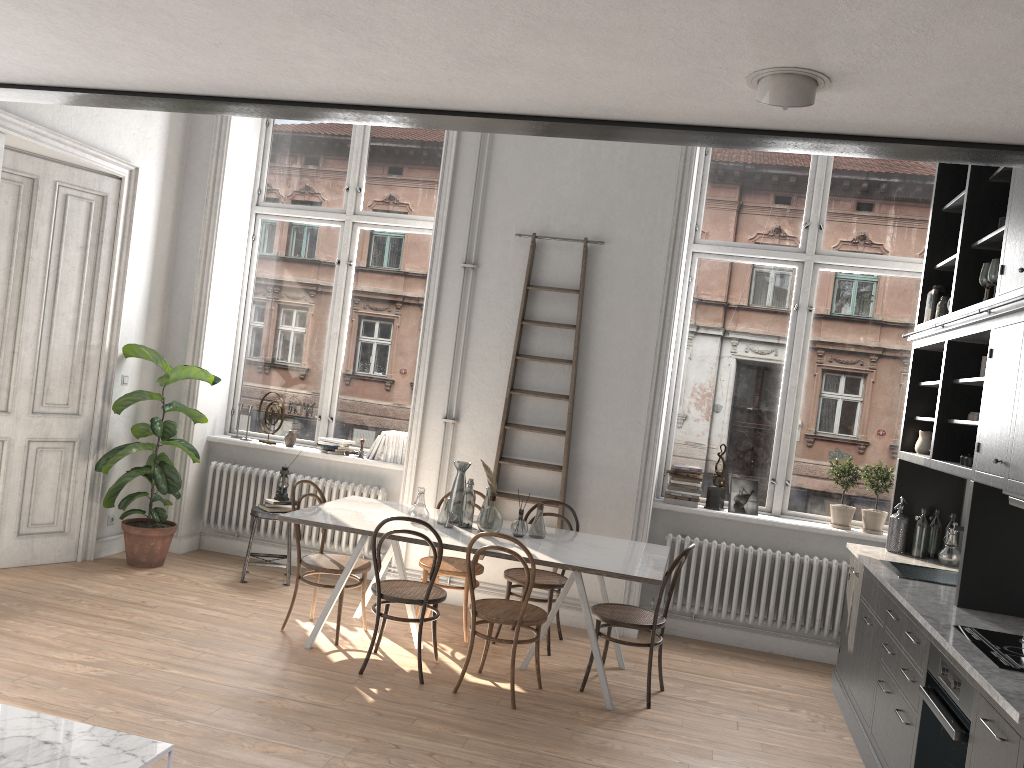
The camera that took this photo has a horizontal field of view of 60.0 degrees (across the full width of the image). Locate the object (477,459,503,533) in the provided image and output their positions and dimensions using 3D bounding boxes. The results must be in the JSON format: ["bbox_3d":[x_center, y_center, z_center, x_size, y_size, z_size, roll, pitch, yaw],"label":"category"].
[{"bbox_3d":[-0.114,0.683,5.349,0.156,0.446,0.157,8,1,30],"label":"object"}]

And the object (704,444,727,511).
[{"bbox_3d":[1.524,0.683,6.549,0.122,0.488,0.102,8,1,37],"label":"object"}]

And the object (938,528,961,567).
[{"bbox_3d":[2.605,0.966,5.260,0.132,0.219,0.120,7,1,13],"label":"object"}]

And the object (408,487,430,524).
[{"bbox_3d":[-0.562,0.740,5.405,0.132,0.219,0.132,7,1,2],"label":"object"}]

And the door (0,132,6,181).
[{"bbox_3d":[-3.396,-0.135,4.884,0.216,2.814,1.097,7,1,14],"label":"door"}]

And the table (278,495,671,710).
[{"bbox_3d":[-0.211,1.288,5.410,2.199,0.780,1.100,7,1,12],"label":"table"}]

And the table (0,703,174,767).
[{"bbox_3d":[-1.642,1.325,2.610,0.849,0.392,0.849,7,1,12],"label":"table"}]

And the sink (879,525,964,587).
[{"bbox_3d":[2.319,1.012,4.819,0.514,0.505,0.526,7,1,12],"label":"sink"}]

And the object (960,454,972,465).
[{"bbox_3d":[2.319,0.386,4.494,0.088,0.059,0.104,7,1,1],"label":"object"}]

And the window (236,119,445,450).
[{"bbox_3d":[-1.392,-0.916,7.378,1.622,2.843,0.013,7,1,12],"label":"window"}]

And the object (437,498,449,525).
[{"bbox_3d":[-0.415,0.789,5.503,0.083,0.158,0.083,7,1,8],"label":"object"}]

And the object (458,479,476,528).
[{"bbox_3d":[-0.270,0.735,5.473,0.086,0.301,0.086,7,1,-2],"label":"object"}]

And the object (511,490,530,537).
[{"bbox_3d":[0.056,0.786,5.391,0.107,0.283,0.107,7,1,7],"label":"object"}]

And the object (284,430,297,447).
[{"bbox_3d":[-1.813,0.441,7.257,0.100,0.142,0.102,7,1,-13],"label":"object"}]

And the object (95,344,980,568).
[{"bbox_3d":[-0.232,0.746,5.858,5.825,1.842,0.792,7,1,17],"label":"object"}]

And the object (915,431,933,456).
[{"bbox_3d":[2.552,0.364,5.455,0.127,0.144,0.115,7,1,-9],"label":"object"}]

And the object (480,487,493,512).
[{"bbox_3d":[-0.148,0.773,5.520,0.098,0.255,0.100,7,1,-11],"label":"object"}]

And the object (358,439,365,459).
[{"bbox_3d":[-1.200,0.515,7.086,0.048,0.153,0.088,7,1,-18],"label":"object"}]

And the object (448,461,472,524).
[{"bbox_3d":[-0.336,0.684,5.603,0.116,0.383,0.116,8,1,24],"label":"object"}]

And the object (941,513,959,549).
[{"bbox_3d":[2.657,0.932,5.378,0.086,0.301,0.086,7,1,-32],"label":"object"}]

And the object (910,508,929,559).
[{"bbox_3d":[2.508,0.913,5.439,0.086,0.301,0.086,7,1,-2],"label":"object"}]

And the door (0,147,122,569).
[{"bbox_3d":[-3.309,-0.135,6.055,0.216,2.814,1.097,8,1,37],"label":"door"}]

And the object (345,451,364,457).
[{"bbox_3d":[-1.277,0.556,7.160,0.153,0.048,0.088,7,1,-38],"label":"object"}]

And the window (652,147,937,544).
[{"bbox_3d":[9.431,-3.944,8.109,14.381,15.937,26.401,7,1,12],"label":"window"}]

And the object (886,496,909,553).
[{"bbox_3d":[2.411,0.873,5.527,0.109,0.349,0.109,7,1,-7],"label":"object"}]

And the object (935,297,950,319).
[{"bbox_3d":[2.609,-0.440,5.322,0.114,0.155,0.114,7,1,16],"label":"object"}]

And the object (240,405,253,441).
[{"bbox_3d":[-2.179,0.321,7.321,0.095,0.289,0.095,8,1,35],"label":"object"}]

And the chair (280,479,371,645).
[{"bbox_3d":[-1.153,1.098,5.594,0.549,0.921,0.438,7,1,21],"label":"chair"}]

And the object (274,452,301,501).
[{"bbox_3d":[-1.698,0.688,6.715,0.163,0.383,0.154,7,1,-14],"label":"object"}]

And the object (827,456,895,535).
[{"bbox_3d":[2.481,0.787,6.342,0.500,0.524,0.234,7,1,2],"label":"object"}]

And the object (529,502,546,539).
[{"bbox_3d":[0.165,0.835,5.444,0.101,0.212,0.101,6,1,-38],"label":"object"}]

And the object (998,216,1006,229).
[{"bbox_3d":[2.620,-0.834,4.688,0.084,0.199,0.065,8,1,34],"label":"object"}]

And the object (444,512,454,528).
[{"bbox_3d":[-0.380,0.826,5.398,0.058,0.094,0.058,8,1,41],"label":"object"}]

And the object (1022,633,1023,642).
[{"bbox_3d":[2.097,0.930,3.455,0.171,0.186,0.171,7,1,23],"label":"object"}]

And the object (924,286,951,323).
[{"bbox_3d":[2.625,-0.481,5.465,0.118,0.238,0.118,7,1,-2],"label":"object"}]

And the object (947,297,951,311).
[{"bbox_3d":[2.505,-0.552,4.919,0.134,0.357,0.134,7,1,-33],"label":"object"}]

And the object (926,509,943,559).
[{"bbox_3d":[2.618,0.926,5.495,0.086,0.301,0.086,8,1,27],"label":"object"}]

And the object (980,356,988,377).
[{"bbox_3d":[2.524,-0.075,4.699,0.082,0.135,0.059,7,1,-20],"label":"object"}]

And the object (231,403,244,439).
[{"bbox_3d":[-2.280,0.308,7.402,0.095,0.289,0.095,8,1,44],"label":"object"}]

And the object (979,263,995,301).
[{"bbox_3d":[2.389,-0.494,4.454,0.083,0.221,0.083,8,1,44],"label":"object"}]

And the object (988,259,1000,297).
[{"bbox_3d":[2.364,-0.496,4.326,0.083,0.221,0.083,7,1,-31],"label":"object"}]

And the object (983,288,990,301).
[{"bbox_3d":[2.502,-0.451,4.675,0.123,0.161,0.123,7,1,21],"label":"object"}]

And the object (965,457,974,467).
[{"bbox_3d":[2.287,0.383,4.386,0.088,0.059,0.104,7,1,-9],"label":"object"}]

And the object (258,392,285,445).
[{"bbox_3d":[-1.982,0.277,7.300,0.347,0.425,0.087,8,1,45],"label":"object"}]
